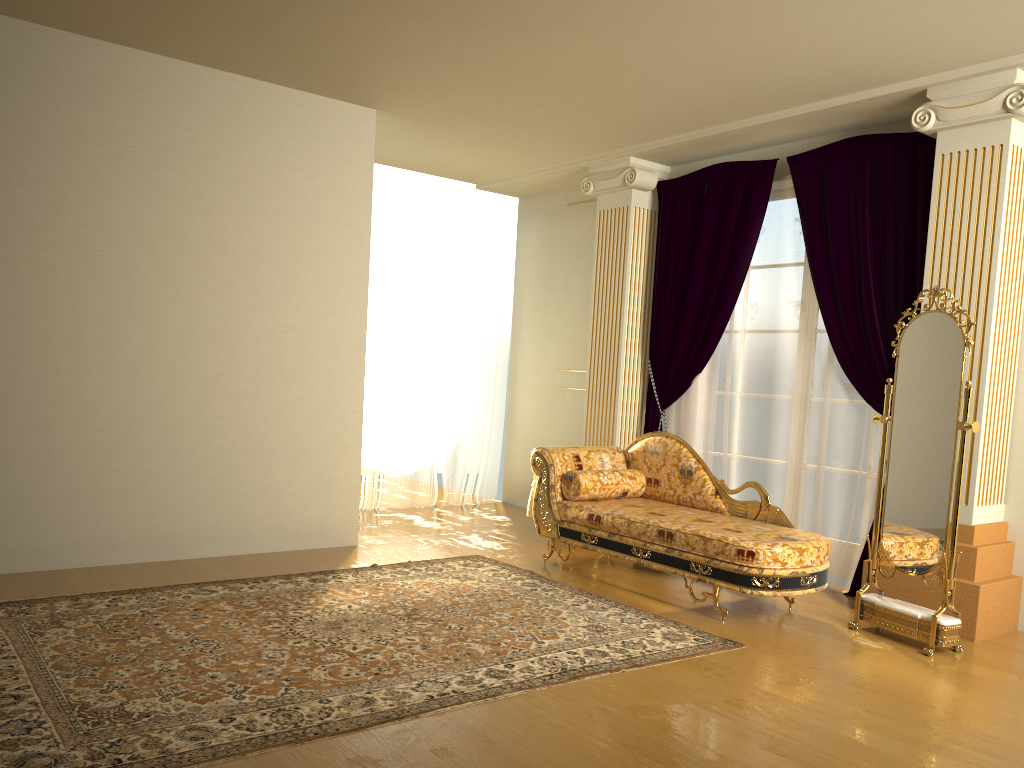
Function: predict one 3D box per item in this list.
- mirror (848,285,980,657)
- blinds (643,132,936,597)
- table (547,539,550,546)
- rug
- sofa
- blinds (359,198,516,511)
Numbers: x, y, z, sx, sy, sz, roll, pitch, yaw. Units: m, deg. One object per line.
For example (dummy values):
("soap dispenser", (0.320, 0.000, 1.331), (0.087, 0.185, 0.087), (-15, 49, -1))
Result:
("mirror", (1.936, 0.388, 4.202), (0.243, 1.708, 0.538), (1, 5, -27))
("blinds", (1.678, -0.116, 5.635), (0.339, 2.665, 2.225), (0, 4, -36))
("table", (0.486, 0.818, 6.278), (0.571, 0.646, 0.569), (4, 3, 8))
("rug", (-0.788, 1.081, 3.925), (3.080, 0.017, 2.108), (3, 1, -37))
("sofa", (0.902, 0.737, 5.069), (0.693, 0.875, 1.885), (1, 3, -37))
("blinds", (-0.874, -0.204, 7.304), (2.167, 2.518, 0.163), (1, 5, -35))
